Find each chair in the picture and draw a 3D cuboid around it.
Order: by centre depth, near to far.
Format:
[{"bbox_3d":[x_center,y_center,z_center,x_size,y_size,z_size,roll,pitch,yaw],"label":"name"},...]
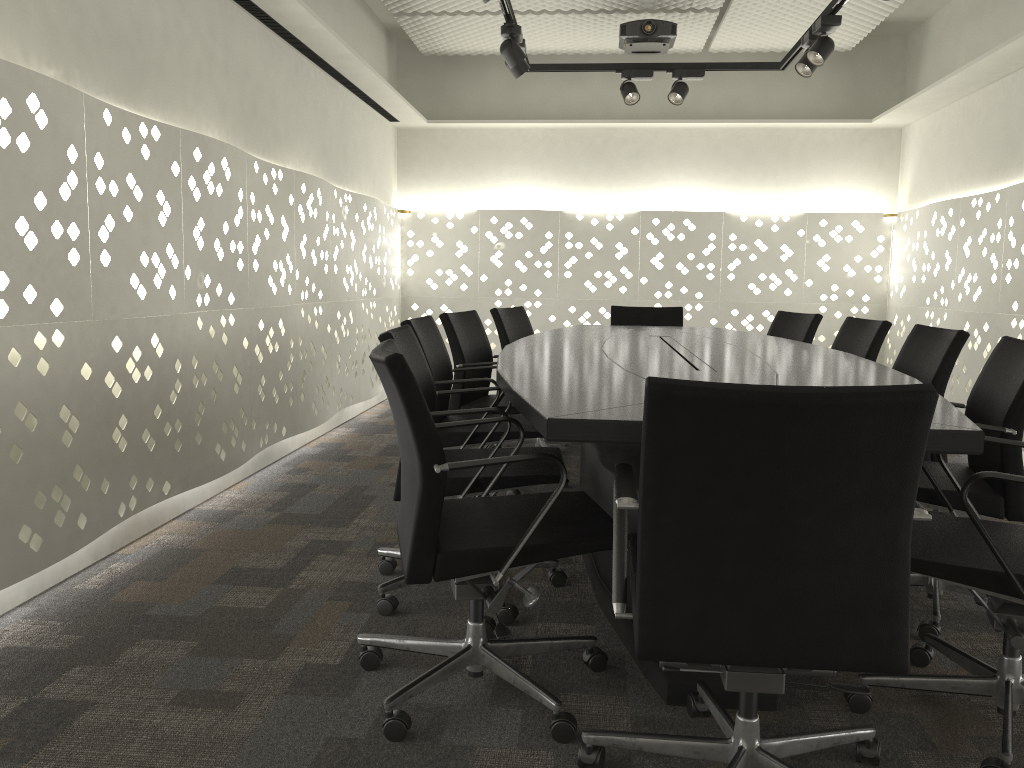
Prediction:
[{"bbox_3d":[0.401,0.346,1.536,0.559,0.757,0.579,2,7,10],"label":"chair"},{"bbox_3d":[0.996,0.327,1.776,0.579,0.757,0.559,4,7,25],"label":"chair"},{"bbox_3d":[-0.056,0.292,1.940,0.579,0.757,0.559,0,7,-5],"label":"chair"},{"bbox_3d":[1.166,0.251,2.443,0.579,0.757,0.559,3,7,20],"label":"chair"},{"bbox_3d":[-0.124,0.219,2.547,0.579,0.757,0.559,1,7,5],"label":"chair"},{"bbox_3d":[1.265,0.174,3.107,0.579,0.757,0.559,2,7,10],"label":"chair"},{"bbox_3d":[-0.139,0.138,3.236,0.579,0.757,0.559,2,7,10],"label":"chair"},{"bbox_3d":[1.290,0.097,3.772,0.579,0.757,0.559,1,7,5],"label":"chair"},{"bbox_3d":[-0.034,0.066,3.861,0.579,0.757,0.559,3,7,20],"label":"chair"},{"bbox_3d":[1.237,0.016,4.451,0.579,0.757,0.559,0,7,-5],"label":"chair"},{"bbox_3d":[0.171,-0.013,4.566,0.579,0.757,0.559,4,7,25],"label":"chair"},{"bbox_3d":[0.770,-0.051,4.967,0.559,0.757,0.579,2,7,10],"label":"chair"}]

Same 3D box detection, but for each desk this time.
[{"bbox_3d":[0.577,0.203,3.213,1.223,0.658,3.364,1,7,5],"label":"desk"}]

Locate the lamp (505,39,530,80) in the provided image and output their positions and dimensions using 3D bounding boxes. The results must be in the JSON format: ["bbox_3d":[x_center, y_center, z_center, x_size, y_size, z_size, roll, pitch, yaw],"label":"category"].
[{"bbox_3d":[0.031,-1.614,4.376,0.126,0.224,0.213,2,7,8],"label":"lamp"}]

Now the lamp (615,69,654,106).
[{"bbox_3d":[0.682,-1.672,4.953,0.213,0.224,0.126,2,7,8],"label":"lamp"}]

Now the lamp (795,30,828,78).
[{"bbox_3d":[1.411,-1.573,4.201,0.126,0.224,0.213,2,7,8],"label":"lamp"}]

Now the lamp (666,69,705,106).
[{"bbox_3d":[0.966,-1.666,4.936,0.214,0.224,0.118,0,7,-6],"label":"lamp"}]

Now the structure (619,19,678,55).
[{"bbox_3d":[0.796,-2.043,5.228,0.327,0.144,0.371,1,7,5],"label":"structure"}]

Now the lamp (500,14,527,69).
[{"bbox_3d":[0.010,-1.588,4.155,0.126,0.224,0.213,2,7,8],"label":"lamp"}]

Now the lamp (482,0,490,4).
[{"bbox_3d":[-0.082,-1.475,3.182,0.126,0.224,0.213,2,7,8],"label":"lamp"}]

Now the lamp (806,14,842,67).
[{"bbox_3d":[1.390,-1.547,3.980,0.126,0.224,0.213,2,7,8],"label":"lamp"}]
